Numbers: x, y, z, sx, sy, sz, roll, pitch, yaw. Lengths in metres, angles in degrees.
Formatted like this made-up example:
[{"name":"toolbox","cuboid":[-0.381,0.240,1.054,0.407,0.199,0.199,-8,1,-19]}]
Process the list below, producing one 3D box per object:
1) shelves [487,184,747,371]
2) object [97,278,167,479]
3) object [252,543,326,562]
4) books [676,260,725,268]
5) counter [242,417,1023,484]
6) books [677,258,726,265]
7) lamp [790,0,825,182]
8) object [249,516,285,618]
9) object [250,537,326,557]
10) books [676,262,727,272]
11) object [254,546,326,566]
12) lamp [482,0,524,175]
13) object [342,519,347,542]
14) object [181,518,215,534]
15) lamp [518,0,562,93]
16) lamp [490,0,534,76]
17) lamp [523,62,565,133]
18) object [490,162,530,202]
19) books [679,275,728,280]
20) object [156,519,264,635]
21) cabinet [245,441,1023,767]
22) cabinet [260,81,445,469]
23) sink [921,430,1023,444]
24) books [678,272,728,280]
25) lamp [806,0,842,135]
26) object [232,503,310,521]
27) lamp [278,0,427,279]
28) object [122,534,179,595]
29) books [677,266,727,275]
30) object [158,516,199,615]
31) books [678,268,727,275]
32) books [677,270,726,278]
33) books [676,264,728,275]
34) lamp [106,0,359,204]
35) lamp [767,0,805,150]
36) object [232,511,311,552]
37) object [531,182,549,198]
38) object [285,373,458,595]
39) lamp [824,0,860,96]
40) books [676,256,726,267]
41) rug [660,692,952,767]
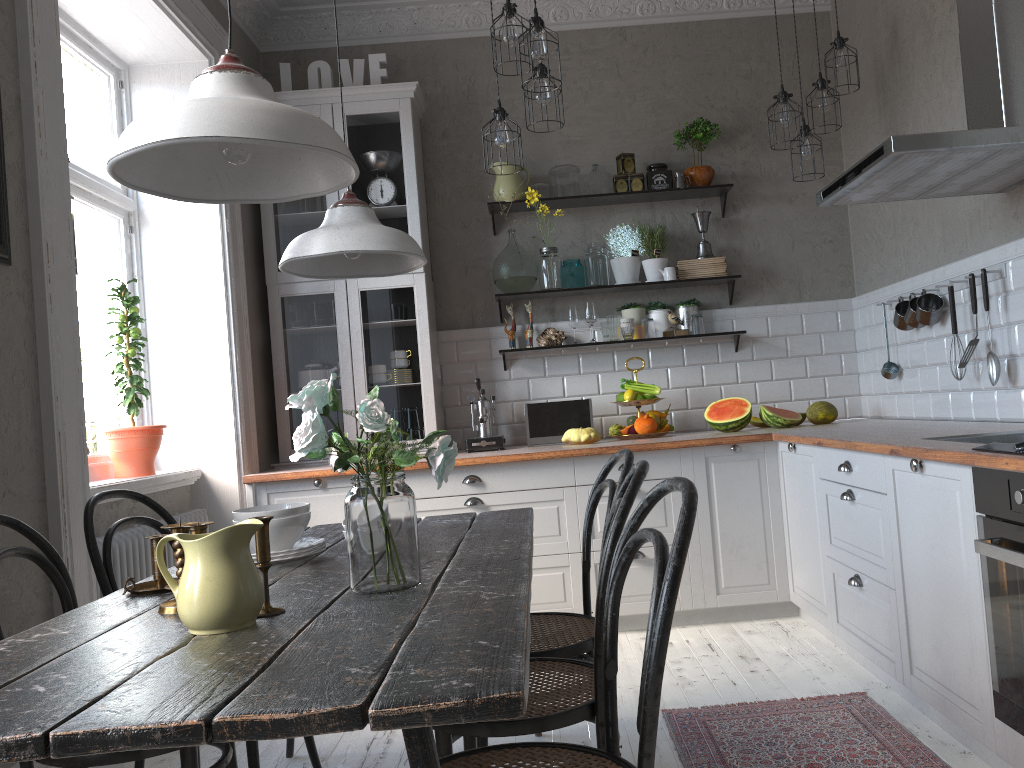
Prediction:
[{"name":"shelves","cuboid":[0.564,-0.552,4.805,1.317,0.923,0.228,-5,-2,-1]},{"name":"object","cuboid":[-1.561,-0.029,3.612,0.255,0.813,0.264,-5,-2,28]},{"name":"object","cuboid":[-0.565,0.406,2.113,0.242,0.027,0.233,-3,-2,-32]},{"name":"books","cuboid":[1.029,-0.643,4.821,0.259,0.016,0.159,-5,-2,12]},{"name":"counter","cuboid":[0.352,0.278,3.182,3.163,0.039,3.389,-5,-2,0]},{"name":"books","cuboid":[1.028,-0.654,4.821,0.259,0.016,0.159,-5,-2,9]},{"name":"lamp","cuboid":[1.330,-1.835,4.198,0.149,1.735,0.144,-4,-2,-28]},{"name":"object","cuboid":[-0.432,0.316,1.543,0.059,0.167,0.060,-5,-2,14]},{"name":"object","cuboid":[-0.566,0.398,2.113,0.234,0.027,0.241,-5,-2,23]},{"name":"books","cuboid":[1.030,-0.633,4.821,0.260,0.011,0.158,-5,-2,6]},{"name":"object","cuboid":[-0.565,0.415,2.113,0.234,0.027,0.240,-5,-2,18]},{"name":"lamp","cuboid":[-0.098,-1.708,3.525,0.149,1.735,0.144,-4,-2,-33]},{"name":"object","cuboid":[-0.351,0.353,2.160,0.123,0.119,0.129,-5,-2,16]},{"name":"object","cuboid":[-0.554,0.324,1.576,0.061,0.172,0.063,-5,-2,22]},{"name":"lamp","cuboid":[0.039,-1.939,3.216,0.150,1.735,0.143,-3,-2,-43]},{"name":"lamp","cuboid":[-0.063,-2.056,3.377,0.148,1.735,0.145,-4,-2,-13]},{"name":"lamp","cuboid":[0.063,-1.880,3.529,0.148,1.735,0.145,-4,-2,-13]},{"name":"object","cuboid":[-0.010,-1.072,4.758,0.189,0.216,0.175,-5,-2,14]},{"name":"books","cuboid":[1.035,-0.567,4.819,0.261,0.011,0.158,-5,-2,3]},{"name":"object","cuboid":[-0.489,0.316,1.459,0.153,0.170,0.133,-3,-2,-39]},{"name":"cabinet","cuboid":[0.840,0.655,3.325,2.030,0.854,4.106,-3,-2,-44]},{"name":"cabinet","cuboid":[-0.832,-0.536,4.647,0.880,1.920,0.387,-5,-2,-1]},{"name":"sink","cuboid":[1.531,0.037,2.555,0.528,0.720,0.486,-5,-2,0]},{"name":"books","cuboid":[1.034,-0.579,4.819,0.260,0.011,0.158,-5,-2,6]},{"name":"lamp","cuboid":[1.448,-2.094,4.314,0.143,1.735,0.150,-6,-2,42]},{"name":"object","cuboid":[-0.571,0.342,2.114,0.181,0.094,0.178,-4,-2,-9]},{"name":"lamp","cuboid":[-0.484,-1.227,2.336,0.377,1.858,0.381,-5,-2,8]},{"name":"object","cuboid":[-0.750,0.380,1.884,0.141,0.112,0.138,-4,-2,-17]},{"name":"books","cuboid":[1.031,-0.611,4.820,0.260,0.011,0.158,-5,-2,6]},{"name":"object","cuboid":[-0.612,0.331,1.648,0.097,0.172,0.095,-4,-2,-19]},{"name":"books","cuboid":[1.032,-0.600,4.820,0.259,0.016,0.159,-5,-2,9]},{"name":"books","cuboid":[1.033,-0.590,4.819,0.259,0.016,0.159,-5,-2,12]},{"name":"books","cuboid":[1.031,-0.622,4.820,0.261,0.011,0.158,-5,-2,3]},{"name":"lamp","cuboid":[-0.511,-1.253,1.443,0.371,1.858,0.387,-6,-2,38]},{"name":"lamp","cuboid":[1.188,-1.951,4.066,0.144,1.735,0.149,-6,-2,32]},{"name":"object","cuboid":[-0.569,0.362,2.114,0.181,0.094,0.178,-4,-2,-9]},{"name":"object","cuboid":[0.156,-1.030,4.817,0.103,0.111,0.103,-5,-2,0]},{"name":"object","cuboid":[-0.254,0.181,1.670,0.312,0.414,0.251,-5,-2,-2]},{"name":"lamp","cuboid":[1.475,-2.230,4.148,0.149,1.735,0.144,-4,-2,-28]},{"name":"books","cuboid":[1.027,-0.665,4.822,0.260,0.011,0.158,-5,-2,6]},{"name":"rug","cuboid":[0.832,1.048,2.355,0.736,0.014,1.289,-5,-2,1]}]
